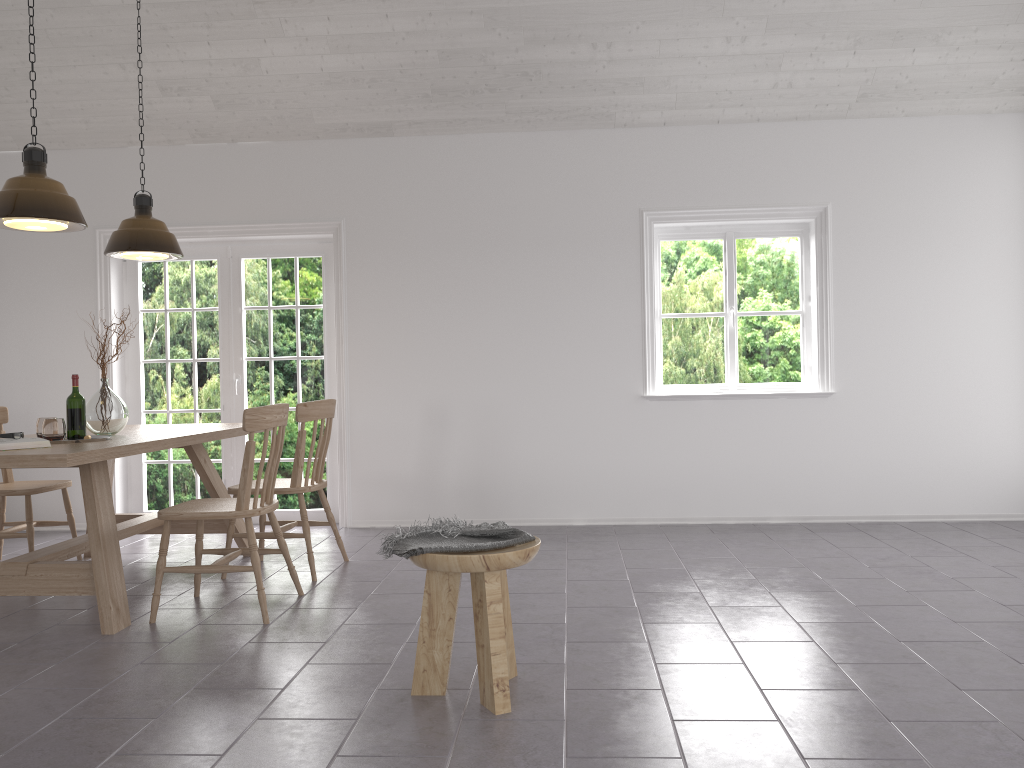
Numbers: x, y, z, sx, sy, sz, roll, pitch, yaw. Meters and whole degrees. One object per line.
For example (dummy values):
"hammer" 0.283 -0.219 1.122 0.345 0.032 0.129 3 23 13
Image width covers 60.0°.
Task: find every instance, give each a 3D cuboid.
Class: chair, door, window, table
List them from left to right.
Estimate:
"chair" -2.752 0.566 4.885 0.519 0.902 0.506 -1 0 4
"table" -2.044 0.631 4.418 1.001 0.749 2.300 -1 0 4
"chair" -1.254 0.541 3.913 0.519 0.902 0.506 -1 0 4
"door" -1.978 0.004 6.267 1.571 2.024 0.115 -1 0 4
"chair" -1.204 0.535 4.704 0.519 0.902 0.506 -1 0 9
"chair" -0.120 0.737 2.800 0.431 0.479 0.431 -1 0 20
"window" 1.492 -0.496 6.023 1.055 1.168 0.120 -1 0 4

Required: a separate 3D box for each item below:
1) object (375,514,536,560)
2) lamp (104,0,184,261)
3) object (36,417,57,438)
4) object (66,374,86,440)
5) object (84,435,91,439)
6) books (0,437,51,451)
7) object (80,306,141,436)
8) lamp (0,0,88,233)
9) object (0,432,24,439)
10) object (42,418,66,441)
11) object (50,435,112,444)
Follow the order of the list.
"object" -0.177 0.487 2.840 0.462 0.120 0.348 -1 0 -26
"lamp" -2.057 -1.594 4.912 0.410 1.796 0.410 -1 0 39
"object" -2.135 0.208 4.078 0.095 0.106 0.095 -1 0 32
"object" -2.020 0.107 4.107 0.081 0.303 0.081 -1 0 -30
"object" -1.929 0.246 4.030 0.024 0.024 0.046 -1 0 -16
"books" -2.078 0.244 3.622 0.342 0.040 0.231 -1 0 35
"object" -2.001 -0.077 4.447 0.291 0.666 0.313 -1 0 -34
"lamp" -2.127 -1.939 3.910 0.410 2.502 0.410 -1 0 9
"object" -2.077 0.214 3.625 0.135 0.030 0.141 -1 0 -12
"object" -2.034 0.207 3.939 0.095 0.106 0.095 -1 0 32
"object" -2.034 0.254 4.035 0.394 0.014 0.394 -2 0 -43
